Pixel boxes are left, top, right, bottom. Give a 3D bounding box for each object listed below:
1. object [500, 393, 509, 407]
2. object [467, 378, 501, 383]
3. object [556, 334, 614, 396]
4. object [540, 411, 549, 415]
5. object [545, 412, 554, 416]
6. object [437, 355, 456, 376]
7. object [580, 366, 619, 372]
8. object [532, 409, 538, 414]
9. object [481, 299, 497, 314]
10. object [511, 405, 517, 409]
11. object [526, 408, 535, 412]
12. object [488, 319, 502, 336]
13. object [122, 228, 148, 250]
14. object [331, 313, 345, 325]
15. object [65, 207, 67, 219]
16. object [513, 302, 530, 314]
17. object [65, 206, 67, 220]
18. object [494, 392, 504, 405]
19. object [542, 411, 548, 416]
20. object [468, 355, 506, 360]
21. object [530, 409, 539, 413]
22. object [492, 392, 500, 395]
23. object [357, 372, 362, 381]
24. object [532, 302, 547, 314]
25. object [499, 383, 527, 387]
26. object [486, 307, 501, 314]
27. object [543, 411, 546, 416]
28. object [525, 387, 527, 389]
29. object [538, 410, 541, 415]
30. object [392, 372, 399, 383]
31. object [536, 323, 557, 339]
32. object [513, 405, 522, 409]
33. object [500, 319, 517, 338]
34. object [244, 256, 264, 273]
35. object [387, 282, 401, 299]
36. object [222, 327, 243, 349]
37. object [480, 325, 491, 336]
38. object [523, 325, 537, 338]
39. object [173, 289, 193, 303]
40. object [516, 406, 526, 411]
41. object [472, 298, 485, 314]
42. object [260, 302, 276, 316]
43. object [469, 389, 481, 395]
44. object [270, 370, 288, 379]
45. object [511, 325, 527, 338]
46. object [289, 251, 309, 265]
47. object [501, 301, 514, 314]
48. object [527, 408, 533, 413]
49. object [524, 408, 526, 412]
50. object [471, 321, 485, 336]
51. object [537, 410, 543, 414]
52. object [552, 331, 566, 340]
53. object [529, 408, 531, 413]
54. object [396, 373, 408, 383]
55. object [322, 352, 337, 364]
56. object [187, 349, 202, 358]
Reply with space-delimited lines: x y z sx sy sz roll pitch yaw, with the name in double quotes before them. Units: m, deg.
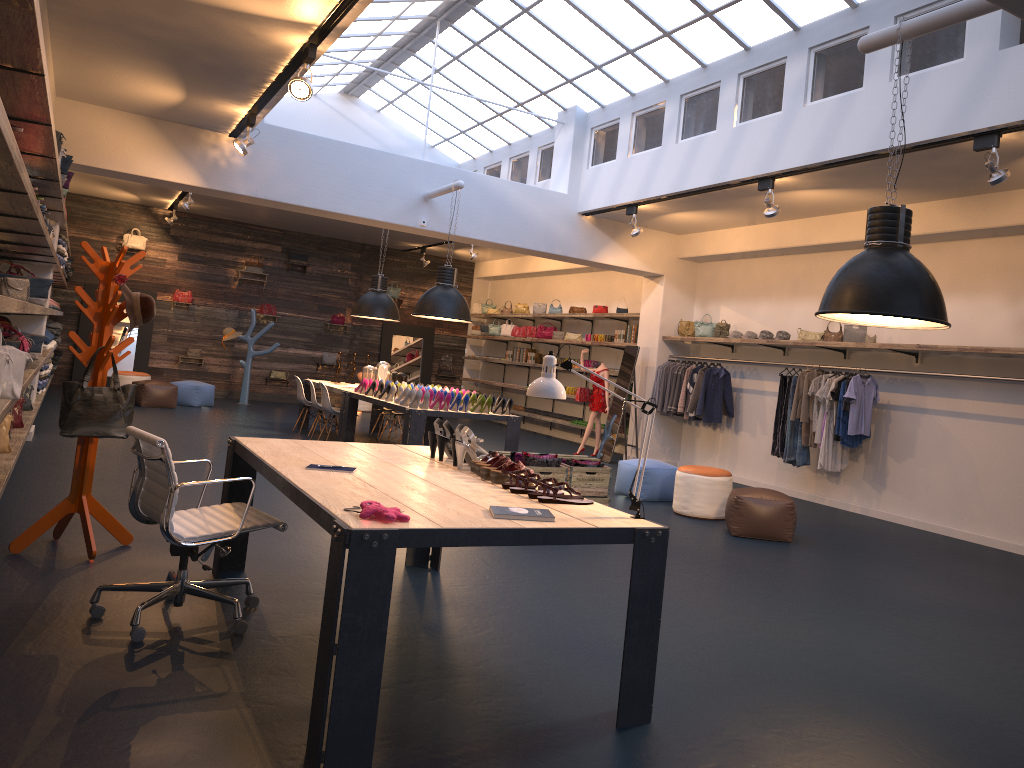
"object" -0.172 0.334 18.088 0.272 0.284 0.096 6 -3 4
"object" -0.570 -0.070 18.838 0.377 0.024 1.739 6 2 -27
"object" 1.167 -0.338 15.795 0.487 1.140 2.499 8 0 -26
"object" 0.618 0.556 16.544 0.199 0.088 0.061 6 -1 -30
"object" 0.704 0.569 16.371 0.199 0.088 0.061 6 -1 -30
"object" -1.467 -0.426 19.568 0.383 0.463 0.217 7 -3 -30
"object" 1.667 -0.236 14.687 0.515 0.060 1.414 6 1 -27
"object" 0.472 0.533 16.835 0.199 0.088 0.061 6 -1 -30
"object" -0.518 -1.708 19.228 0.356 0.368 0.181 6 -3 13
"object" 0.040 0.464 17.798 0.222 0.083 0.224 6 1 -17
"object" 0.357 0.515 17.067 0.199 0.088 0.061 6 -1 -30
"object" -0.338 -1.210 18.586 0.356 0.368 0.181 6 -3 13
"object" -7.025 -2.710 16.199 0.459 0.387 0.177 7 -2 -41
"object" -3.652 -1.368 18.241 0.265 0.244 0.202 7 -1 -33
"object" -5.047 -1.902 9.485 0.341 0.246 0.132 7 -2 -32
"object" 0.200 -1.528 17.600 0.351 0.235 0.209 6 -1 20
"object" -5.088 -1.908 9.566 0.340 0.246 0.132 7 -2 -29
"object" -0.263 0.320 18.255 0.272 0.284 0.096 6 -3 4
"object" 0.647 0.561 16.484 0.199 0.088 0.061 6 -1 -30
"object" -0.497 -0.578 19.024 0.515 0.060 1.412 6 1 -27
"object" 0.442 0.529 16.893 0.199 0.088 0.061 6 -1 -30
"object" -0.353 0.306 18.422 0.277 0.284 0.095 6 -3 -2
"object" -2.049 -0.061 12.885 0.474 0.204 0.205 6 0 -43
"object" 0.548 -1.474 16.989 0.267 0.231 0.081 6 -3 12
"object" 0.040 0.023 17.619 0.380 0.029 0.822 6 2 -27
"object" -0.438 -1.592 18.962 0.344 0.175 0.243 6 0 23
"object" 0.674 0.565 16.428 0.199 0.088 0.061 6 -1 -30
"object" 0.350 0.078 16.776 0.252 0.058 0.077 5 0 -35
"object" 0.589 0.552 16.602 0.199 0.088 0.061 6 -1 -30
"object" -1.577 -0.024 11.773 0.165 0.287 0.142 8 -3 -30
"object" 0.668 -1.020 16.703 0.369 0.339 0.278 7 -2 -40
"object" 0.133 0.480 17.572 0.228 0.083 0.217 6 1 -39
"object" -0.041 -1.176 18.167 0.402 0.388 0.202 6 -2 22
"object" -5.141 -2.389 17.332 0.371 0.336 0.155 7 -2 -20
"object" -2.572 -2.040 18.864 0.397 0.368 0.162 7 -2 -41
"object" -5.309 -0.846 16.446 0.359 0.443 0.329 7 -2 -32
"object" -0.520 -1.172 19.055 0.408 0.233 0.181 6 -2 8
"object" 0.357 -1.035 17.123 0.297 0.251 0.144 6 -2 33
"object" -6.304 -1.682 16.648 0.356 0.255 0.130 6 -2 -20
"object" 0.204 0.493 17.334 0.228 0.083 0.217 6 1 -39
"object" -0.690 -1.748 19.653 0.435 0.388 0.187 7 -2 -8
"object" -4.887 -1.501 17.475 0.345 0.256 0.127 7 -2 -41
"object" -0.855 0.248 19.654 0.367 0.235 0.200 6 -1 3
"object" -4.691 -0.192 17.570 0.213 0.174 0.392 6 0 39
"object" 0.154 -1.069 17.610 0.321 0.255 0.143 6 -2 20
"object" -4.371 -2.572 17.784 0.449 0.233 0.164 6 -1 -36
"object" -0.088 -1.606 18.297 0.272 0.301 0.110 6 -3 31
"object" 0.386 0.520 17.008 0.199 0.088 0.061 6 -1 -30
"object" 0.328 0.511 17.122 0.199 0.088 0.061 6 -1 -30
"object" -0.745 -1.259 19.507 0.340 0.337 0.170 6 -3 14
"object" 0.560 0.547 16.658 0.199 0.088 0.061 6 -1 -30
"object" 0.882 -0.906 16.242 0.254 0.176 0.109 6 -2 22
"object" 0.414 0.524 16.949 0.199 0.088 0.061 6 -1 -30
"object" -1.470 -0.007 11.559 0.165 0.287 0.142 8 -3 -30
"object" -3.808 -0.537 18.146 0.287 0.231 0.075 7 -3 -15
"object" -6.127 -0.598 16.739 0.096 0.176 0.289 5 -1 40
